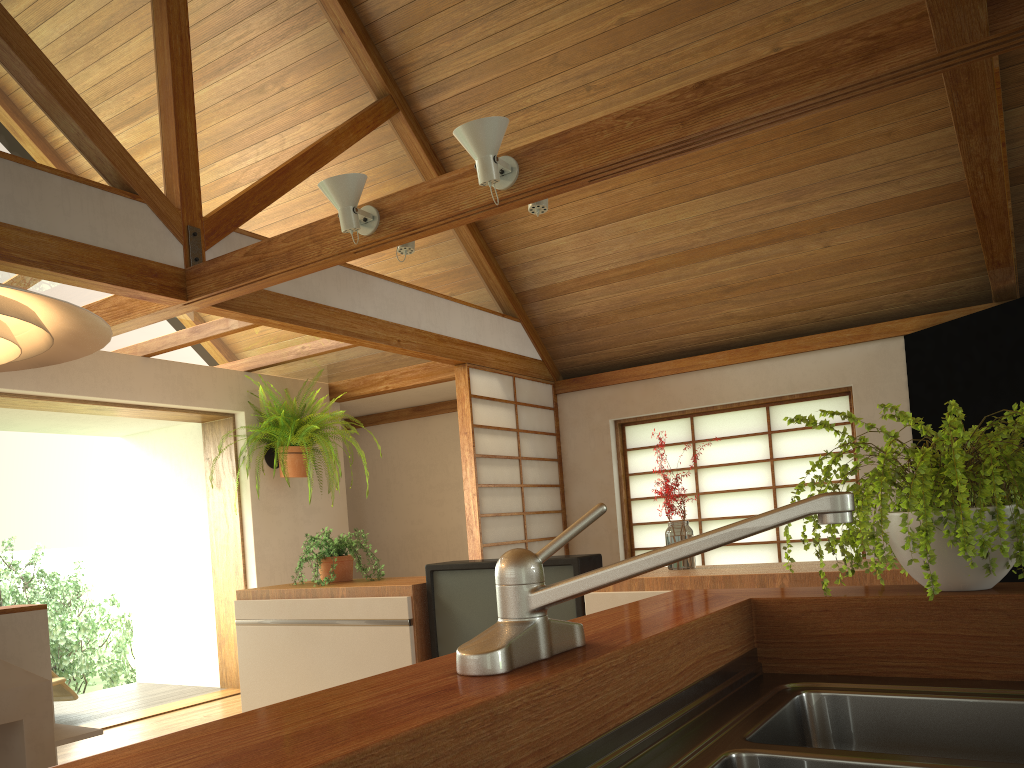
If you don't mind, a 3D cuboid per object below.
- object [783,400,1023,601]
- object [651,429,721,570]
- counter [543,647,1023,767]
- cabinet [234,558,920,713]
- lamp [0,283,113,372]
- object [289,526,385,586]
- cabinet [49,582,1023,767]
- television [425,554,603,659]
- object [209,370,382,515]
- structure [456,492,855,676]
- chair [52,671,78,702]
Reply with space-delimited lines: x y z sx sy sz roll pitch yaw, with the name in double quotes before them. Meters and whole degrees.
"object" 0.722 0.173 1.428 0.422 0.348 0.534 -1 -8 -33
"object" 0.585 0.398 3.046 0.244 0.497 0.220 -6 -3 39
"counter" 0.079 0.371 0.303 0.663 0.167 2.427 -9 -10 30
"cabinet" 0.078 1.103 3.337 2.851 0.734 0.521 -10 -6 33
"lamp" -1.299 -1.121 0.777 0.605 2.135 1.666 -6 -4 43
"object" -0.826 0.840 4.035 0.488 0.373 0.591 -4 -7 -8
"cabinet" 0.070 0.662 0.432 0.902 0.872 2.614 -7 -9 31
"television" 0.079 0.932 3.365 0.689 0.536 0.459 -8 -6 33
"object" -1.500 0.424 6.309 1.124 1.120 1.209 -7 -6 25
"structure" 0.107 0.209 0.916 0.225 0.174 0.434 1 -9 -40
"chair" -3.200 1.820 5.303 0.818 0.622 1.227 -5 -8 6
